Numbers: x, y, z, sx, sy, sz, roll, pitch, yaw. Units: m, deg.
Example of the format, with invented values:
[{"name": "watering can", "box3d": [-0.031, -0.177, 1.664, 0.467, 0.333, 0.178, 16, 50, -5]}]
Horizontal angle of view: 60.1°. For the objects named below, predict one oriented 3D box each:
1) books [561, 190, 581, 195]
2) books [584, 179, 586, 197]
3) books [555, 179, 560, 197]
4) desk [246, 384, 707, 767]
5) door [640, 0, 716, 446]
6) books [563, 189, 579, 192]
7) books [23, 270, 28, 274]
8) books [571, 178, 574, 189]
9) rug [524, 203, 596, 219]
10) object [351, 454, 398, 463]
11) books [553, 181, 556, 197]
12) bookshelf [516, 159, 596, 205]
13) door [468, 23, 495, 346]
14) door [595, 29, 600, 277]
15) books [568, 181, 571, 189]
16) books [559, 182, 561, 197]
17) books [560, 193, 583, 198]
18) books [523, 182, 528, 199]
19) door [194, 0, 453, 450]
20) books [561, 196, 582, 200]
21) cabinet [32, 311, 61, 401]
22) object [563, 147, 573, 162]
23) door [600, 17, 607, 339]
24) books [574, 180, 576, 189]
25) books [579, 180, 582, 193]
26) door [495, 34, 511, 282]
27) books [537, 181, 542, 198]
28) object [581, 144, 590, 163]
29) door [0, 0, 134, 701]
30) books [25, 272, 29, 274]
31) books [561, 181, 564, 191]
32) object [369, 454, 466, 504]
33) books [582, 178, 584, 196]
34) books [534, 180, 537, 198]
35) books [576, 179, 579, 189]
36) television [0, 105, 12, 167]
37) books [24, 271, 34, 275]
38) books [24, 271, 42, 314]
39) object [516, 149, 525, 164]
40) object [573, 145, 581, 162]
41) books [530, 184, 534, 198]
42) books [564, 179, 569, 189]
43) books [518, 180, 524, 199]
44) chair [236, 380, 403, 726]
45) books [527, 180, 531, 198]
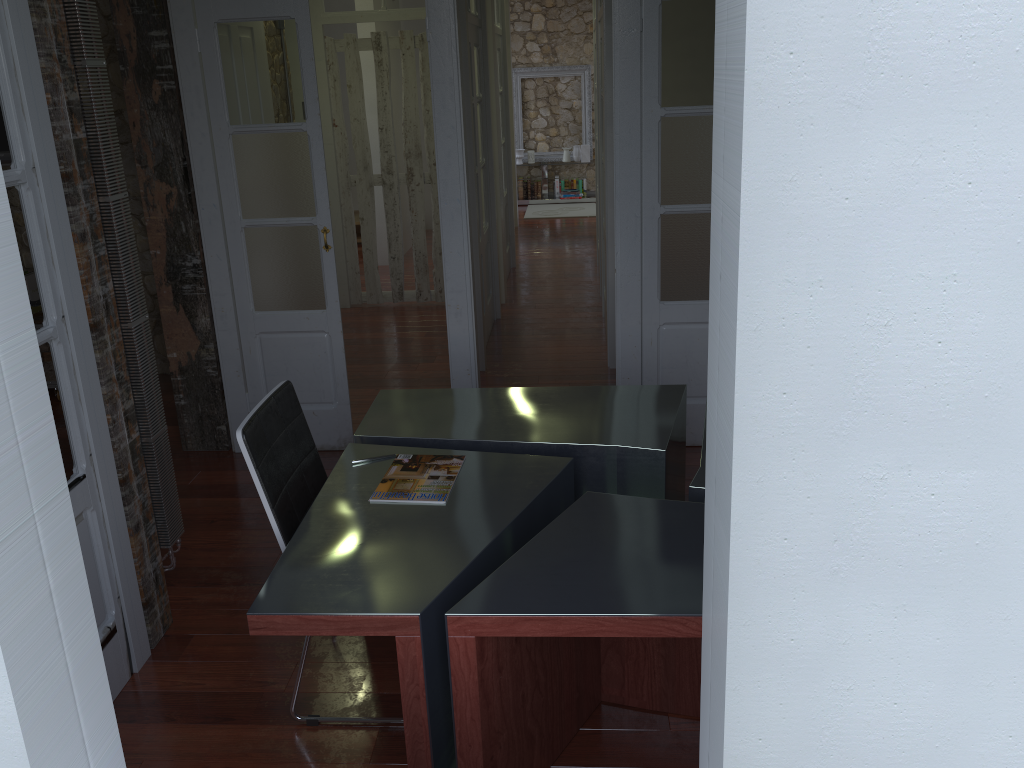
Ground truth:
[{"name": "books", "box3d": [0.797, -2.599, 12.020, 0.254, 0.029, 0.177, 1, 20, 9]}, {"name": "books", "box3d": [1.005, -2.713, 12.197, 0.034, 0.231, 0.186, -1, 18, 5]}, {"name": "books", "box3d": [0.628, -2.725, 12.229, 0.053, 0.265, 0.179, -1, 18, 5]}, {"name": "desk", "box3d": [0.316, 0.563, 2.720, 1.712, 0.644, 1.469, -1, 19, 4]}, {"name": "door", "box3d": [1.107, -0.732, 4.014, 1.057, 2.146, 0.041, -1, 17, 5]}, {"name": "books", "box3d": [0.800, -2.623, 12.011, 0.204, 0.023, 0.146, -1, 20, 4]}, {"name": "books", "box3d": [-3.032, -0.566, 5.461, 0.034, 0.231, 0.186, -1, 18, 5]}, {"name": "books", "box3d": [0.836, -2.711, 12.214, 0.034, 0.231, 0.186, -1, 18, 5]}, {"name": "rug", "box3d": [0.713, -2.253, 11.490, 1.067, 0.016, 1.085, -1, 20, 4]}, {"name": "object", "box3d": [-0.428, 0.232, 2.766, 0.149, 0.011, 0.011, -9, 20, -19]}, {"name": "books", "box3d": [0.588, -2.694, 12.239, 0.027, 0.203, 0.164, -1, 18, 5]}, {"name": "bookshelf", "box3d": [0.449, -2.767, 12.179, 1.400, 0.541, 0.407, -1, 18, 4]}, {"name": "door", "box3d": [-0.228, -1.282, 5.866, 0.041, 2.053, 1.094, -1, 18, 5]}, {"name": "door", "box3d": [0.745, -1.914, 7.507, 0.041, 2.053, 1.094, -1, 18, 5]}, {"name": "books", "box3d": [0.802, -2.702, 12.223, 0.037, 0.210, 0.171, -1, 18, 5]}, {"name": "books", "box3d": [0.669, -2.696, 12.234, 0.026, 0.203, 0.164, -1, 18, 5]}, {"name": "books", "box3d": [0.803, -2.570, 12.026, 0.284, 0.030, 0.200, -6, 20, -10]}, {"name": "books", "box3d": [0.189, -2.697, 12.266, 0.057, 0.225, 0.192, -1, 18, 5]}, {"name": "door", "box3d": [-0.732, -0.713, 4.200, 1.191, 2.148, 0.488, -9, 18, -20]}, {"name": "books", "box3d": [0.804, -2.540, 12.035, 0.284, 0.032, 0.201, -1, 20, 4]}, {"name": "cabinet", "box3d": [-3.317, -0.179, 5.483, 1.422, 0.502, 0.496, -1, 18, 4]}, {"name": "object", "box3d": [0.746, -3.115, 12.023, 0.116, 0.191, 0.137, 9, 21, 33]}, {"name": "door", "box3d": [0.624, -1.301, 5.811, 0.041, 2.053, 1.094, -1, 18, 5]}, {"name": "books", "box3d": [0.869, -2.710, 12.208, 0.034, 0.231, 0.186, -1, 18, 5]}, {"name": "books", "box3d": [0.942, -2.710, 12.215, 0.045, 0.219, 0.177, -1, 18, 5]}, {"name": "door", "box3d": [-0.106, -1.899, 7.574, 0.041, 2.053, 1.094, -1, 18, 5]}, {"name": "books", "box3d": [0.375, -2.700, 12.253, 0.057, 0.224, 0.174, -1, 18, 5]}, {"name": "object", "box3d": [0.987, -3.091, 11.875, 0.118, 0.224, 0.074, -1, 17, 5]}, {"name": "door", "box3d": [-1.318, 0.085, 2.044, 0.041, 2.148, 1.179, -1, 18, 5]}, {"name": "books", "box3d": [-2.993, -0.563, 5.466, 0.045, 0.219, 0.177, -1, 18, 5]}, {"name": "books", "box3d": [0.705, -2.710, 12.246, 0.045, 0.219, 0.177, -1, 18, 5]}, {"name": "object", "box3d": [-0.273, 0.279, 2.628, 0.223, 0.012, 0.312, 1, 20, 9]}, {"name": "books", "box3d": [0.976, -2.712, 12.203, 0.026, 0.228, 0.162, -1, 18, 5]}, {"name": "books", "box3d": [0.329, -2.698, 12.260, 0.038, 0.219, 0.161, -1, 18, 5]}, {"name": "books", "box3d": [0.902, -2.712, 12.209, 0.034, 0.231, 0.186, -1, 18, 5]}, {"name": "television", "box3d": [-3.055, -1.652, 5.211, 1.127, 0.720, 0.106, -1, 17, 5]}, {"name": "books", "box3d": [-2.959, -0.566, 5.454, 0.026, 0.228, 0.162, -1, 18, 5]}, {"name": "books", "box3d": [-2.930, -0.567, 5.448, 0.034, 0.231, 0.186, -1, 18, 5]}, {"name": "object", "box3d": [0.096, -3.086, 12.025, 0.173, 0.190, 0.174, -1, 18, 5]}, {"name": "object", "box3d": [0.883, -3.122, 12.002, 0.115, 0.206, 0.113, 14, 24, 42]}, {"name": "books", "box3d": [0.285, -2.677, 12.253, 0.048, 0.189, 0.146, -1, 18, 5]}, {"name": "books", "box3d": [0.754, -2.706, 12.220, 0.057, 0.224, 0.174, -1, 18, 5]}, {"name": "books", "box3d": [0.127, -2.717, 12.278, 0.066, 0.259, 0.201, -1, 18, 5]}, {"name": "chair", "box3d": [-0.418, 0.482, 2.667, 0.601, 0.905, 0.483, -1, 18, 5]}, {"name": "books", "box3d": [0.237, -2.711, 12.239, 0.044, 0.266, 0.142, -1, 18, 5]}]
